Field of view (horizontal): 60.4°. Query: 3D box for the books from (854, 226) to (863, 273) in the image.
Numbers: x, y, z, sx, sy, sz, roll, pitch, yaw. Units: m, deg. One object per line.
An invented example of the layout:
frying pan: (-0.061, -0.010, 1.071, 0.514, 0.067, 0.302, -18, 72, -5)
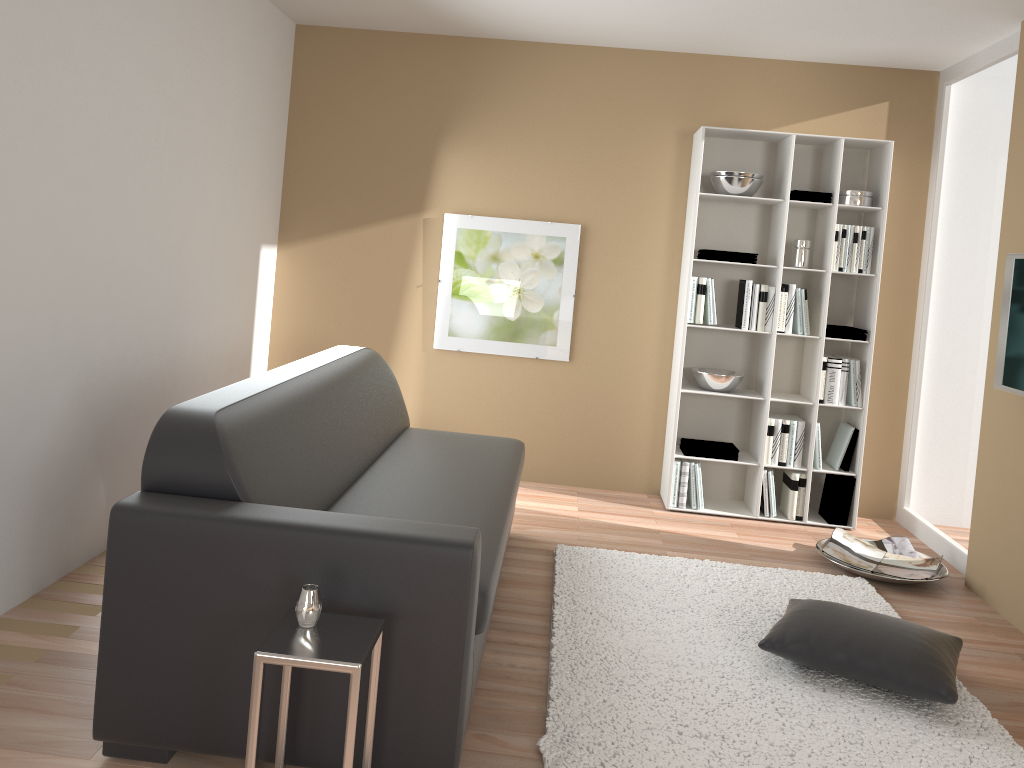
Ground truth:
books: (1.912, -0.752, 4.936, 0.020, 0.257, 0.209, 5, 4, 3)

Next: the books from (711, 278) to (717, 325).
books: (1.132, -0.472, 5.001, 0.058, 0.257, 0.209, 5, 4, 3)

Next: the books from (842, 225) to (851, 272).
books: (1.848, -0.758, 4.938, 0.020, 0.257, 0.209, 5, 4, 3)

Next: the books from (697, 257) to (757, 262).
books: (1.218, -0.707, 4.999, 0.297, 0.006, 0.212, 6, 8, 3)

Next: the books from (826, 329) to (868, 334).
books: (1.859, -0.307, 4.988, 0.210, 0.008, 0.300, 6, 8, 3)

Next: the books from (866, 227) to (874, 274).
books: (1.975, -0.746, 4.930, 0.020, 0.257, 0.209, 5, 4, 3)

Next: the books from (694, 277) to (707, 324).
books: (1.059, -0.477, 4.992, 0.040, 0.257, 0.209, 5, 4, 3)

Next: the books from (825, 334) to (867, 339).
books: (1.853, -0.280, 4.989, 0.210, 0.006, 0.300, 6, 8, 3)

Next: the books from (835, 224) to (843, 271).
books: (1.806, -0.763, 4.942, 0.020, 0.257, 0.209, 5, 4, 3)

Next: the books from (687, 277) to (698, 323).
books: (1.013, -0.482, 5.001, 0.040, 0.257, 0.209, 5, 4, 3)

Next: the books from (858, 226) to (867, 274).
books: (1.933, -0.750, 4.932, 0.020, 0.257, 0.209, 5, 4, 3)

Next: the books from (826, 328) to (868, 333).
books: (1.859, -0.312, 4.988, 0.210, 0.008, 0.300, 6, 8, 3)

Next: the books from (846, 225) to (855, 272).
books: (1.869, -0.756, 4.937, 0.020, 0.257, 0.209, 5, 4, 3)

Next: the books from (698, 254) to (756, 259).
books: (1.221, -0.723, 4.999, 0.297, 0.006, 0.212, 6, 8, 3)

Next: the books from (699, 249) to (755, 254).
books: (1.226, -0.750, 4.998, 0.297, 0.006, 0.212, 6, 8, 3)

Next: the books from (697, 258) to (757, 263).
books: (1.218, -0.701, 4.999, 0.297, 0.006, 0.212, 6, 8, 3)

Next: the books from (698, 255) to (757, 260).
books: (1.221, -0.718, 4.999, 0.297, 0.006, 0.212, 6, 8, 3)

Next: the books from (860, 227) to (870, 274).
books: (1.954, -0.748, 4.932, 0.020, 0.257, 0.209, 5, 4, 3)

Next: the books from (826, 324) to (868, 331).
books: (1.857, -0.322, 4.984, 0.210, 0.006, 0.300, 6, 8, 3)

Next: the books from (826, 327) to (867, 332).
books: (1.855, -0.318, 4.985, 0.210, 0.007, 0.300, 6, 8, 3)

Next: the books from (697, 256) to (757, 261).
books: (1.217, -0.713, 4.999, 0.297, 0.006, 0.212, 5, 8, 2)

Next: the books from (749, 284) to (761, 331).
books: (1.356, -0.439, 4.982, 0.040, 0.257, 0.209, 5, 4, 3)

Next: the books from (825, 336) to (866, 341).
books: (1.851, -0.269, 4.990, 0.210, 0.007, 0.300, 6, 8, 3)

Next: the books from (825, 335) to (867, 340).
books: (1.852, -0.274, 4.989, 0.210, 0.006, 0.300, 6, 8, 3)

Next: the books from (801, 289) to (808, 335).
books: (1.626, -0.411, 4.969, 0.058, 0.257, 0.209, 5, 4, 3)

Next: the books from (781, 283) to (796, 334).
books: (1.553, -0.429, 4.981, 0.040, 0.274, 0.209, 5, 4, 3)

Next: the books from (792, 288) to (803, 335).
books: (1.601, -0.416, 4.974, 0.060, 0.258, 0.209, 5, 4, 3)

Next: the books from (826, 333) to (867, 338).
books: (1.854, -0.286, 4.991, 0.210, 0.006, 0.300, 5, 8, 1)

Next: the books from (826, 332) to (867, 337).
books: (1.854, -0.290, 4.988, 0.210, 0.006, 0.300, 6, 8, 3)

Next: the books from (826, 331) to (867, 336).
books: (1.854, -0.296, 4.987, 0.210, 0.006, 0.300, 6, 8, 3)

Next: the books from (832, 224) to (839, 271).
books: (1.784, -0.764, 4.937, 0.020, 0.257, 0.209, 5, 4, 3)

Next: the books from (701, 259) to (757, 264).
books: (1.216, -0.696, 4.998, 0.297, 0.007, 0.212, 6, 8, 3)

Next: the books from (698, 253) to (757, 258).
books: (1.220, -0.729, 4.997, 0.297, 0.006, 0.212, 6, 8, 5)

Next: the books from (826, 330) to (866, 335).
books: (1.853, -0.302, 4.989, 0.210, 0.006, 0.300, 6, 8, 4)

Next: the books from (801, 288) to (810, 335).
books: (1.645, -0.413, 4.983, 0.058, 0.257, 0.209, 5, 4, 3)

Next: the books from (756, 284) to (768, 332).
books: (1.397, -0.434, 4.974, 0.040, 0.257, 0.209, 5, 4, 3)

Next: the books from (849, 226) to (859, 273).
books: (1.890, -0.753, 4.930, 0.020, 0.257, 0.209, 5, 4, 3)

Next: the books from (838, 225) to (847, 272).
books: (1.827, -0.760, 4.939, 0.020, 0.257, 0.209, 5, 4, 3)

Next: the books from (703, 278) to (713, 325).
books: (1.108, -0.472, 4.992, 0.060, 0.258, 0.209, 5, 4, 4)

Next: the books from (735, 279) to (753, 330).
books: (1.315, -0.452, 4.985, 0.040, 0.274, 0.209, 5, 4, 3)

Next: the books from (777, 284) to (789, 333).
books: (1.506, -0.432, 4.983, 0.053, 0.271, 0.209, 5, 4, 3)

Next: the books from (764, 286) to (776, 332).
books: (1.439, -0.428, 4.978, 0.040, 0.250, 0.209, 5, 4, 3)
